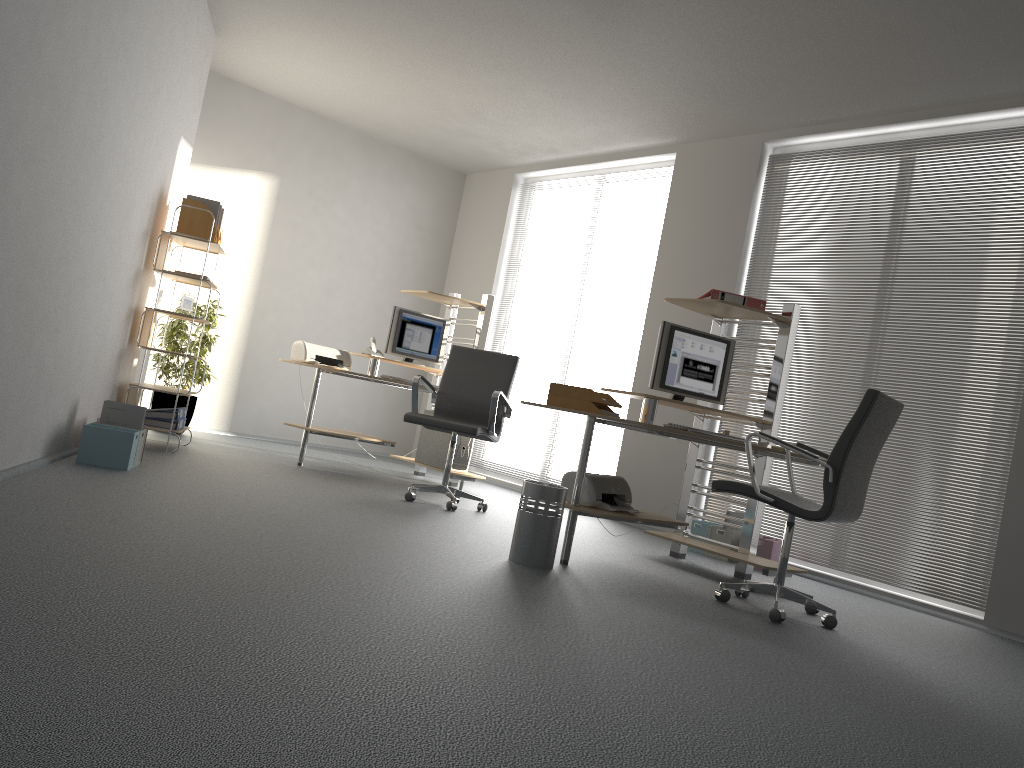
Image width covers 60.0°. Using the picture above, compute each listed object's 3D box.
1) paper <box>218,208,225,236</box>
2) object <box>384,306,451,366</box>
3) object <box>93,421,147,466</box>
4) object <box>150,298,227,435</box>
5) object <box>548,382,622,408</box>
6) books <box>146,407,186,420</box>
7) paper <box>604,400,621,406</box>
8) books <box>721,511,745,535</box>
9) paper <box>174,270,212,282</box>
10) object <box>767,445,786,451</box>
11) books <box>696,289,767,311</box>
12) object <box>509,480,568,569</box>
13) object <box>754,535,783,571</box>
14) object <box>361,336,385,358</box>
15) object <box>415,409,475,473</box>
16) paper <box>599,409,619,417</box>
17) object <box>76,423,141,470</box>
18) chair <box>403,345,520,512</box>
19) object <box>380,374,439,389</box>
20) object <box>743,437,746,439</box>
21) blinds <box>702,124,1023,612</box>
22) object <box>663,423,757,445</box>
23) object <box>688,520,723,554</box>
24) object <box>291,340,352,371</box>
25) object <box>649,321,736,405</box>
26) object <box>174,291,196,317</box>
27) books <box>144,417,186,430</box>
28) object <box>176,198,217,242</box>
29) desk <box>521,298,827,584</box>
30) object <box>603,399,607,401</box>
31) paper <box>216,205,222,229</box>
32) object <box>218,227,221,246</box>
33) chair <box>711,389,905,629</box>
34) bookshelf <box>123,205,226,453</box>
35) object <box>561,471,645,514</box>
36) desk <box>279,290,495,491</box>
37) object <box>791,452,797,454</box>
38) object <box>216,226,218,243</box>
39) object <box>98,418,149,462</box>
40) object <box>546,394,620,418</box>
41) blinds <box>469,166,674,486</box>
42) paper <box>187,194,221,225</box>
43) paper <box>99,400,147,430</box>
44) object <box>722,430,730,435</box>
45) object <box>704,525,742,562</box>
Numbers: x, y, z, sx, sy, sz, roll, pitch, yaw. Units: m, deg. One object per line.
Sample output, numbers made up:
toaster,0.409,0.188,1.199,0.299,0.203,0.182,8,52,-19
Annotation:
paper,-2.131,-1.093,6.152,0.213,0.297,0.045,11,-2,-9
object,-0.774,-0.362,7.110,0.516,0.418,0.245,12,-2,-25
object,-2.123,0.324,4.763,0.245,0.202,0.185,11,-2,-13
object,-2.583,-0.169,7.030,0.544,1.147,0.644,11,-2,-11
object,0.371,0.056,4.435,0.309,0.060,0.225,10,-2,29
books,-2.330,0.185,5.898,0.263,0.100,0.320,11,-2,-12
paper,0.369,0.073,4.434,0.297,0.010,0.210,10,-2,29
books,1.436,0.976,5.750,0.220,0.306,0.068,13,-2,-40
paper,-2.169,-0.718,6.036,0.213,0.046,0.297,11,-2,-13
object,1.431,0.348,4.794,0.132,0.026,0.132,13,-2,-40
books,1.239,-0.460,5.047,0.320,0.072,0.262,11,-2,-8
object,0.120,0.646,4.069,0.208,0.377,0.208,11,-2,4
object,1.576,1.071,5.604,0.185,0.202,0.245,10,-2,32
object,-1.062,-0.290,6.850,0.119,0.151,0.150,10,-2,36
object,-0.515,0.449,6.975,0.199,0.422,0.471,13,-2,-40
paper,0.359,0.124,4.432,0.297,0.019,0.210,10,-2,29
object,-2.080,0.327,4.582,0.245,0.202,0.185,11,-2,-13
chair,-0.354,0.261,5.744,0.584,1.048,0.652,10,-2,16
object,-0.885,-0.006,6.844,0.478,0.082,0.814,12,-2,-32
object,1.294,0.318,4.933,0.022,0.042,0.134,11,-2,2
blinds,2.225,-0.212,5.620,0.022,2.770,1.950,13,-2,-40
object,0.851,0.258,4.691,0.478,0.082,0.814,12,-2,-32
object,1.296,1.026,5.901,0.245,0.202,0.185,13,-2,-40
object,-1.367,-0.202,6.602,0.351,0.162,0.438,9,-3,42
object,0.988,-0.092,4.987,0.516,0.418,0.245,12,-2,-18
object,-2.173,-0.533,5.931,0.077,0.161,0.192,11,-2,6
books,-2.331,0.241,5.898,0.262,0.072,0.320,11,-2,-12
object,-2.078,-1.072,5.888,0.243,0.259,0.113,11,-2,-15
desk,0.898,0.201,4.569,1.469,1.566,0.967,13,-2,-40
object,0.458,0.080,4.383,0.008,0.009,0.159,11,-2,14
paper,-2.110,-1.093,6.029,0.213,0.297,0.045,11,-2,-12
object,-2.130,-1.074,6.131,0.243,0.259,0.113,11,-2,-9
chair,1.307,0.526,4.052,0.652,1.048,0.584,10,-2,36
bookshelf,-2.231,-0.359,5.928,0.381,1.572,0.724,11,-2,-13
object,0.498,0.546,4.469,0.351,0.162,0.438,10,-2,34
desk,-0.876,-0.071,6.711,1.469,1.566,0.967,13,-2,-40
object,1.490,0.369,4.849,0.011,0.011,0.158,13,-3,-43
object,-2.108,-1.074,6.009,0.243,0.259,0.113,11,-2,-12
object,-2.202,0.316,4.975,0.245,0.202,0.185,12,-2,-31
object,0.361,0.112,4.433,0.309,0.060,0.225,10,-2,29
blinds,0.445,-0.485,7.766,0.037,2.749,1.950,13,-2,-40
paper,-2.081,-1.092,5.908,0.213,0.297,0.045,11,-2,-15
paper,-2.113,0.255,4.779,0.220,0.306,0.068,11,-2,-13
object,1.193,0.288,4.943,0.054,0.064,0.159,10,-2,17
object,1.413,1.044,5.759,0.245,0.202,0.185,13,-2,-40
